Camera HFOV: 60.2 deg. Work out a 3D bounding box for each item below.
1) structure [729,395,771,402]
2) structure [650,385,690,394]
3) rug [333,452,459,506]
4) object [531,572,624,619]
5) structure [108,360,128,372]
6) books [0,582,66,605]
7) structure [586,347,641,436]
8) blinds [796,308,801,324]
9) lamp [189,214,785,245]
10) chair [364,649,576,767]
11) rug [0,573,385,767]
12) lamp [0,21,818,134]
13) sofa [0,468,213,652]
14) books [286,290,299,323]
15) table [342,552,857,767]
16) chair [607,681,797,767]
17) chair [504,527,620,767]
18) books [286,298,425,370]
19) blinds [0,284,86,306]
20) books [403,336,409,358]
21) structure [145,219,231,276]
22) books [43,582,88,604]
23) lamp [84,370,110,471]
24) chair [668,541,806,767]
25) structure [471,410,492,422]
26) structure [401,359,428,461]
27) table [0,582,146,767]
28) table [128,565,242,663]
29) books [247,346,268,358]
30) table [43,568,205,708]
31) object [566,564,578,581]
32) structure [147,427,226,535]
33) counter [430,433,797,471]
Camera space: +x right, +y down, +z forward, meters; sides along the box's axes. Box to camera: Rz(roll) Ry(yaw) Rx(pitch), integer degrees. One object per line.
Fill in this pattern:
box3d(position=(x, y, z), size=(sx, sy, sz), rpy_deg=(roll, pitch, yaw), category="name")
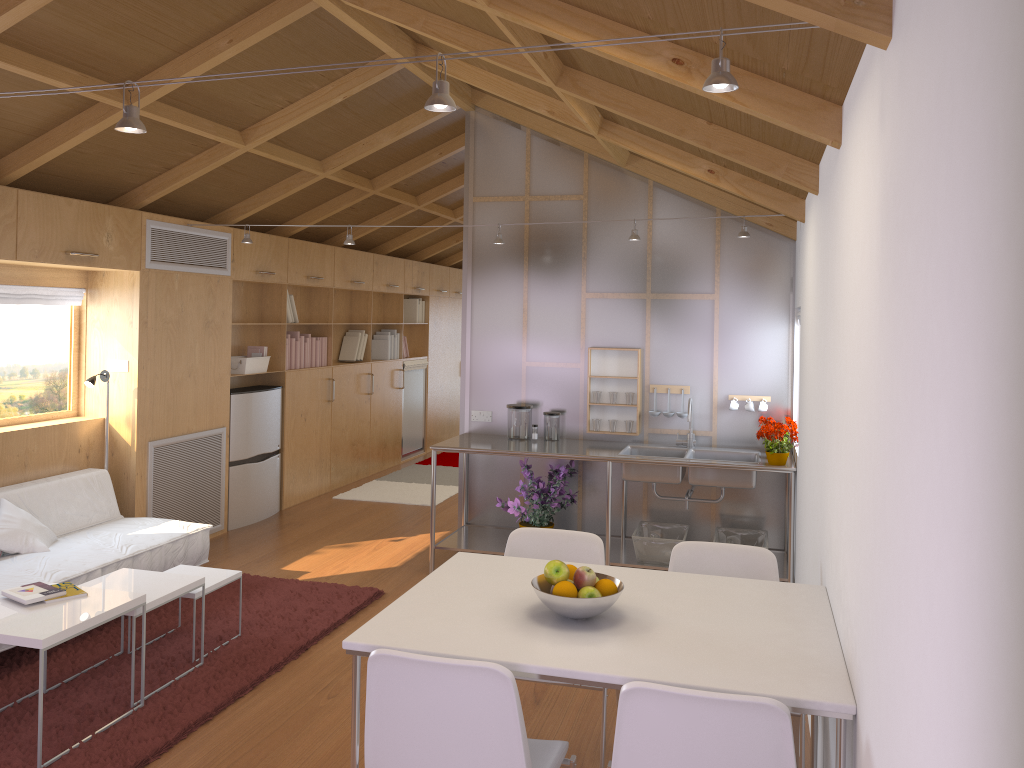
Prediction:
box3d(position=(1.458, 0.089, 5.427), size=(0.251, 0.032, 0.041), rpy_deg=(2, 3, 15), category="structure")
box3d(position=(0.993, 0.034, 5.569), size=(0.251, 0.051, 0.016), rpy_deg=(2, 0, 15), category="structure")
box3d(position=(-0.589, 0.868, 9.190), size=(0.917, 0.011, 3.727), rpy_deg=(2, 4, 15), category="rug")
box3d(position=(0.179, 0.593, 2.426), size=(0.255, 0.090, 0.255), rpy_deg=(-1, 4, -32), category="object")
box3d(position=(-2.403, -0.110, 5.389), size=(0.142, 0.071, 0.011), rpy_deg=(2, 0, 15), category="structure")
box3d(position=(-1.833, 0.799, 3.386), size=(0.193, 0.016, 0.152), rpy_deg=(4, 5, 35), category="books")
box3d(position=(0.648, 0.044, 5.634), size=(0.328, 0.545, 0.076), rpy_deg=(1, 0, 15), category="structure")
box3d(position=(1.640, -0.380, 4.994), size=(0.047, 0.111, 0.726), rpy_deg=(1, 4, 15), category="blinds")
box3d(position=(-0.274, -0.915, 5.291), size=(3.830, 0.153, 0.072), rpy_deg=(2, 1, 15), category="lamp")
box3d(position=(-0.132, 0.999, 2.189), size=(0.531, 0.785, 0.547), rpy_deg=(1, 1, 15), category="chair")
box3d(position=(-1.964, 1.222, 4.021), size=(1.886, 0.020, 2.484), rpy_deg=(2, 4, 15), category="rug")
box3d(position=(-1.127, -0.703, 2.214), size=(3.830, 0.153, 0.072), rpy_deg=(2, 1, 15), category="lamp")
box3d(position=(-2.426, 0.899, 4.039), size=(0.863, 0.628, 2.358), rpy_deg=(2, 4, 15), category="sofa")
box3d(position=(-1.869, -0.642, 7.199), size=(0.176, 0.296, 0.279), rpy_deg=(1, 2, 15), category="books")
box3d(position=(0.269, 1.006, 2.482), size=(1.209, 0.742, 0.900), rpy_deg=(2, 3, 15), category="table")
box3d(position=(0.441, 1.022, 2.030), size=(0.531, 0.785, 0.547), rpy_deg=(1, 1, 15), category="chair")
box3d(position=(0.111, 0.939, 3.064), size=(0.531, 0.785, 0.547), rpy_deg=(1, 1, 15), category="chair")
box3d(position=(-1.477, -0.546, 8.598), size=(0.189, 0.657, 3.113), rpy_deg=(1, 4, 15), category="books")
box3d(position=(-2.837, -0.485, 4.736), size=(0.047, 0.111, 1.499), rpy_deg=(1, 4, 15), category="blinds")
box3d(position=(-1.228, -0.430, 9.535), size=(0.176, 0.296, 0.279), rpy_deg=(1, 2, 15), category="books")
box3d(position=(-2.117, -0.886, 5.832), size=(0.013, 0.300, 0.904), rpy_deg=(1, 4, 15), category="structure")
box3d(position=(-1.765, 0.812, 3.439), size=(0.152, 0.016, 0.193), rpy_deg=(-3, 6, -45), category="books")
box3d(position=(-2.420, 0.516, 5.249), size=(0.182, 1.197, 0.254), rpy_deg=(1, 0, -9), category="lamp")
box3d(position=(0.684, 0.962, 2.905), size=(0.531, 0.785, 0.547), rpy_deg=(1, 1, 15), category="chair")
box3d(position=(-0.203, 0.215, 5.904), size=(0.142, 0.071, 0.011), rpy_deg=(2, 0, 15), category="structure")
box3d(position=(-1.197, 0.261, 9.750), size=(0.316, 1.079, 0.726), rpy_deg=(1, 1, 15), category="structure")
box3d(position=(-1.737, 1.048, 3.270), size=(0.485, 0.438, 0.525), rpy_deg=(2, 2, 15), category="table")
box3d(position=(-1.508, 1.055, 4.100), size=(0.342, 0.308, 0.370), rpy_deg=(2, 2, 15), category="table")
box3d(position=(-1.974, -0.196, 6.810), size=(0.150, 0.192, 0.088), rpy_deg=(1, 1, 15), category="books")
box3d(position=(-1.615, 1.045, 3.715), size=(0.424, 0.383, 0.459), rpy_deg=(2, 2, 15), category="table")
box3d(position=(0.161, 0.546, 2.506), size=(0.067, 0.067, 0.068), rpy_deg=(1, 2, -9), category="object")
box3d(position=(-2.140, 0.691, 5.849), size=(0.013, 0.721, 0.820), rpy_deg=(1, 2, 15), category="structure")
box3d(position=(0.604, 0.401, 5.350), size=(2.110, 0.021, 0.651), rpy_deg=(2, 4, 15), category="counter")
